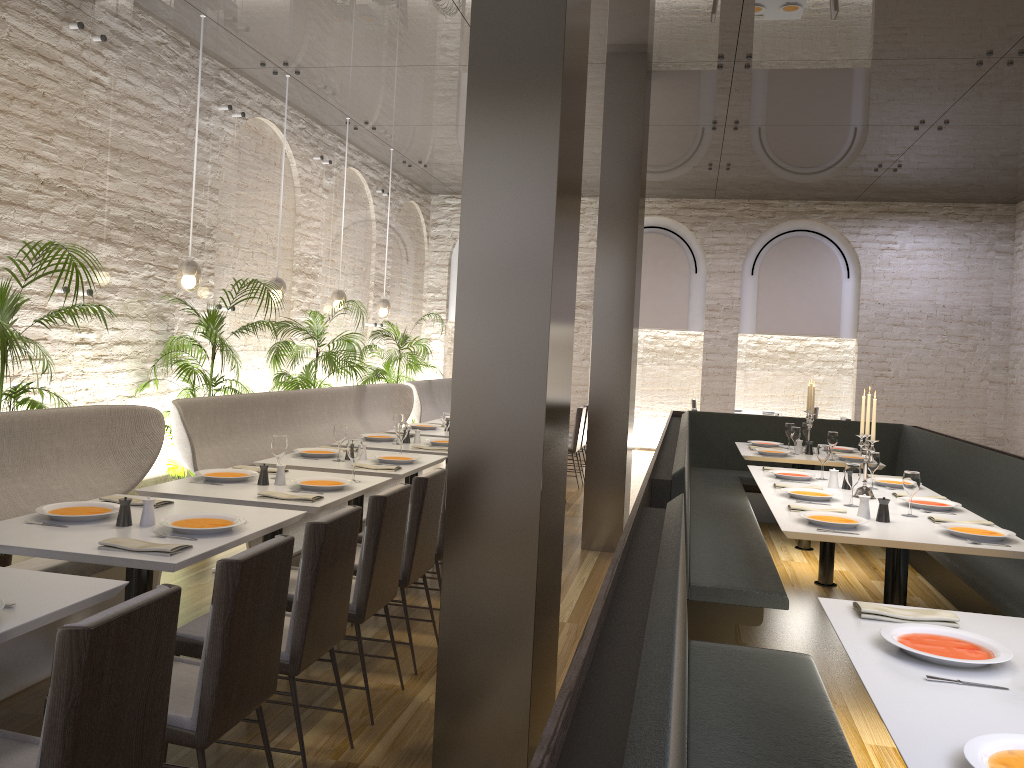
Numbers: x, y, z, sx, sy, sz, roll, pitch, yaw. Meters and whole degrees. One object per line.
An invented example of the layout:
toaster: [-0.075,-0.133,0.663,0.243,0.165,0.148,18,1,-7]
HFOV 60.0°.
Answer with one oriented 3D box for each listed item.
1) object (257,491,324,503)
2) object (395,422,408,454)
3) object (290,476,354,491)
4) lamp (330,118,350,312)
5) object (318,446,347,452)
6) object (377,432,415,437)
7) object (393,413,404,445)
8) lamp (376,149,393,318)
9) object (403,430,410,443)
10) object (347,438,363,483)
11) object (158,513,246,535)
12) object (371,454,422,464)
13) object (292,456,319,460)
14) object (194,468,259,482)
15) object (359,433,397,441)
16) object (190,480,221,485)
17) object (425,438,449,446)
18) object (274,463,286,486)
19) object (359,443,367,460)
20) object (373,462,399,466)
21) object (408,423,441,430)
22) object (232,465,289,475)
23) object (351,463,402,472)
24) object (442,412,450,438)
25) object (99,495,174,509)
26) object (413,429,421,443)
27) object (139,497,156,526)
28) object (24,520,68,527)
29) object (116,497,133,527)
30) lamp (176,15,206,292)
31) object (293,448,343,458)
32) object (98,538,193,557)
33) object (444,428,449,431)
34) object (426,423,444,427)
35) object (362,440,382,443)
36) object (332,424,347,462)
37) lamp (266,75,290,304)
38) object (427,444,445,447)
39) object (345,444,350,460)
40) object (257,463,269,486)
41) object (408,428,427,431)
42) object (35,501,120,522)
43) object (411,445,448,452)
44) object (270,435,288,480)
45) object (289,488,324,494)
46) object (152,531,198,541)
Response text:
object: [-1.043,0.531,4.181,0.273,0.033,0.142,3,2,11]
object: [-0.745,0.373,5.969,0.086,0.231,0.086,3,0,17]
object: [-0.970,0.514,4.533,0.321,0.036,0.322,1,3,-43]
lamp: [-1.770,-1.770,9.290,0.177,2.041,0.178,3,0,-10]
object: [-1.180,0.451,6.113,0.273,0.033,0.142,3,2,11]
object: [-0.950,0.420,7.252,0.273,0.033,0.142,3,2,11]
object: [-0.859,0.340,6.688,0.086,0.231,0.086,3,0,-37]
lamp: [-1.495,-1.807,10.650,0.177,2.041,0.178,3,0,-10]
object: [-0.807,0.398,6.806,0.059,0.109,0.059,3,0,3]
object: [-0.850,0.412,4.778,0.086,0.231,0.086,3,0,-37]
object: [-1.195,0.545,3.422,0.321,0.036,0.322,3,2,-11]
object: [-0.739,0.484,5.674,0.321,0.036,0.322,3,2,-6]
object: [-1.306,0.467,5.603,0.185,0.010,0.017,3,2,12]
object: [-1.496,0.483,4.642,0.321,0.036,0.322,1,3,-43]
object: [-1.035,0.421,6.920,0.321,0.036,0.322,3,2,-11]
object: [-1.537,0.498,4.462,0.185,0.010,0.017,3,2,12]
object: [-0.509,0.453,6.812,0.321,0.036,0.322,3,2,-11]
object: [-1.190,0.463,4.558,0.059,0.109,0.059,3,0,20]
object: [-0.960,0.432,5.698,0.059,0.109,0.059,3,0,3]
object: [-0.781,0.496,5.495,0.181,0.015,0.038,3,2,13]
object: [-0.802,0.390,8.068,0.321,0.036,0.322,3,2,-11]
object: [-1.411,0.482,4.973,0.273,0.033,0.142,3,2,11]
object: [-0.812,0.500,5.321,0.273,0.033,0.142,3,2,11]
object: [-0.520,0.343,7.082,0.086,0.231,0.086,3,0,-37]
object: [-1.635,0.512,3.863,0.273,0.033,0.142,3,2,11]
object: [-0.729,0.401,6.836,0.059,0.109,0.059,3,0,3]
object: [-1.415,0.493,3.447,0.059,0.109,0.059,3,0,3]
object: [-1.762,0.528,3.352,0.185,0.010,0.017,3,2,12]
object: [-1.493,0.490,3.416,0.059,0.109,0.059,3,0,3]
lamp: [-2.329,-1.695,6.528,0.178,2.041,0.177,3,0,32]
object: [-1.265,0.452,5.782,0.321,0.036,0.322,3,2,-6]
object: [-1.268,0.561,3.070,0.273,0.033,0.142,3,2,11]
object: [-0.575,0.367,7.953,0.059,0.109,0.059,3,0,3]
object: [-0.717,0.389,8.400,0.273,0.033,0.142,3,2,11]
object: [-1.076,0.436,6.741,0.185,0.010,0.017,3,2,12]
object: [-1.085,0.370,5.575,0.086,0.231,0.086,3,0,-31]
lamp: [-2.051,-1.733,7.902,0.177,2.041,0.178,3,0,-4]
object: [-0.550,0.465,6.633,0.181,0.015,0.038,3,2,13]
object: [-1.037,0.429,5.667,0.059,0.109,0.059,3,0,3]
object: [-1.268,0.460,4.527,0.059,0.109,0.059,3,0,20]
object: [-0.844,0.405,7.889,0.185,0.010,0.017,3,2,12]
object: [-1.720,0.513,3.531,0.321,0.036,0.322,3,2,-11]
object: [-0.582,0.469,6.459,0.273,0.033,0.142,3,2,11]
object: [-1.251,0.393,4.753,0.086,0.231,0.086,3,0,-37]
object: [-1.011,0.527,4.354,0.181,0.015,0.038,3,2,13]
object: [-1.236,0.557,3.244,0.181,0.015,0.038,3,2,13]
